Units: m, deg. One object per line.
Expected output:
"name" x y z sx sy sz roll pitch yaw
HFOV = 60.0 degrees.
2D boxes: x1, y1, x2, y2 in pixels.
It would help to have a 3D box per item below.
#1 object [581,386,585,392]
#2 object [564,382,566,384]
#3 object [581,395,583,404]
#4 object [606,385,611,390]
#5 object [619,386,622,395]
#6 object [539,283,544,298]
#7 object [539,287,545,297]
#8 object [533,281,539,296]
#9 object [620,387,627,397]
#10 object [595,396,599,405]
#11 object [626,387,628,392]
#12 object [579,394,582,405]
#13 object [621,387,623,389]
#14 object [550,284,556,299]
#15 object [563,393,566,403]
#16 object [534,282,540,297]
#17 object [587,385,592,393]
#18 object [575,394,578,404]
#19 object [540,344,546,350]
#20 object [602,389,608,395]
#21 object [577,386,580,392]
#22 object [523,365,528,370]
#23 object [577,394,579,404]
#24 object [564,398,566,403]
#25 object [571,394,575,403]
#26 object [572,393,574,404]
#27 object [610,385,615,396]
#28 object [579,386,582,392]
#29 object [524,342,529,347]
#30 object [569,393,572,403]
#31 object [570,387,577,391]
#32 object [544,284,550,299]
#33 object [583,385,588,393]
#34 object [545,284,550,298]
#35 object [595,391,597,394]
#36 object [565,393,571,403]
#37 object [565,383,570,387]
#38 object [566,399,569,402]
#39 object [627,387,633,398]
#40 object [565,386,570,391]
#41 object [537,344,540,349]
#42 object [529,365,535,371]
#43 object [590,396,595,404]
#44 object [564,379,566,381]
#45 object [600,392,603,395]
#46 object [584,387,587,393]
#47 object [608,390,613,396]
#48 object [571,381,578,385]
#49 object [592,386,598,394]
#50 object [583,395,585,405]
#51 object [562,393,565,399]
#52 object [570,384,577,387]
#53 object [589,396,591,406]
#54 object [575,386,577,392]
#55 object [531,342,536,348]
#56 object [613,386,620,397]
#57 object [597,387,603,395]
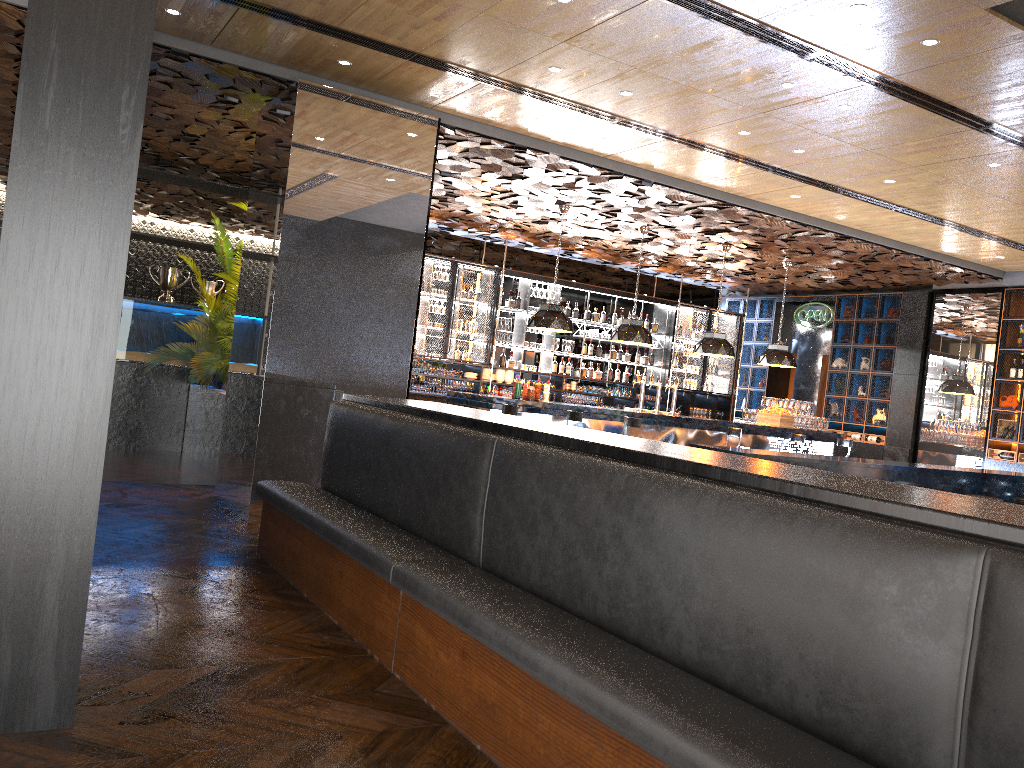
"object" 1.162 0.088 14.464 0.058 0.099 0.067 7 0 15
"object" 0.814 -0.011 14.361 0.107 0.070 0.094 7 0 0
"object" 1.141 0.290 14.564 0.049 0.231 0.049 7 0 -26
"object" 1.628 0.105 14.999 0.101 0.172 0.115 7 0 44
"object" 1.807 0.126 14.961 0.101 0.172 0.115 7 0 -1
"object" 0.488 -1.510 14.305 0.092 0.244 0.092 7 0 20
"object" 0.486 -1.510 14.113 0.092 0.244 0.092 7 0 20
"object" 0.392 -1.521 14.057 0.092 0.244 0.092 7 0 20
"object" 1.876 0.134 14.853 0.101 0.172 0.115 7 0 44
"object" 1.398 0.322 14.667 0.091 0.229 0.091 7 0 -3
"object" 1.932 0.140 15.031 0.101 0.172 0.115 7 0 44
"object" 1.108 0.286 14.469 0.049 0.231 0.049 7 0 -19
"object" 1.861 0.132 15.137 0.115 0.172 0.101 7 0 -21
"object" 0.660 -1.490 14.215 0.092 0.244 0.092 7 0 20
"object" 0.844 0.258 14.480 0.108 0.227 0.108 7 0 24
"object" 0.403 -1.519 14.255 0.092 0.244 0.092 7 0 20
"object" 1.295 0.090 14.725 0.100 0.125 0.100 7 0 17
"object" 1.038 0.277 14.449 0.058 0.234 0.058 7 0 -27
"object" 0.492 -0.595 14.167 0.089 0.092 0.089 7 0 44
"object" 1.545 0.133 14.704 0.098 0.097 0.098 7 0 39
"object" 1.097 0.080 14.616 0.058 0.099 0.067 7 0 -28
"object" 0.211 -0.259 14.071 0.089 0.092 0.089 7 0 31
"object" 1.075 0.283 14.527 0.049 0.231 0.049 7 0 -22
"object" 0.874 0.258 14.622 0.058 0.234 0.058 7 0 -28
"object" 0.994 0.272 14.412 0.058 0.234 0.058 7 0 12
"object" 0.999 0.272 14.536 0.058 0.234 0.058 7 0 3
"object" 1.684 0.111 14.890 0.115 0.172 0.101 7 0 -21
"object" 1.126 0.083 14.522 0.058 0.099 0.067 7 0 29
"object" 0.218 -0.626 14.126 0.089 0.092 0.089 7 0 38
"object" 0.953 0.267 14.487 0.058 0.234 0.058 7 0 -8
"object" 0.996 0.084 14.458 0.106 0.067 0.094 7 0 -42
"object" 0.577 -1.499 14.358 0.092 0.244 0.092 7 0 20
"object" 1.234 0.083 14.826 0.100 0.125 0.100 7 0 -17
"object" 0.571 -1.500 14.163 0.092 0.244 0.092 7 0 20
"object" 1.394 0.101 14.777 0.108 0.126 0.108 7 0 -36
"object" 0.901 0.264 14.376 0.108 0.227 0.108 7 0 30
"object" 0.913 0.029 14.511 0.105 0.069 0.094 7 0 37
"object" 0.916 0.263 14.549 0.058 0.234 0.058 7 0 35
"object" 1.985 0.146 14.927 0.101 0.172 0.115 7 0 -1
"object" 0.901 0.073 14.510 0.094 0.067 0.106 7 0 22
"object" 0.442 -0.600 14.346 0.089 0.092 0.089 7 0 44
"object" 0.320 -0.246 14.120 0.089 0.092 0.089 7 0 23
"object" 1.319 0.312 14.622 0.091 0.229 0.091 7 0 17
"object" 0.810 -0.056 14.356 0.094 0.069 0.106 7 0 -24
"object" 1.495 0.127 14.793 0.098 0.097 0.098 7 0 7
"object" 1.195 0.091 14.529 0.067 0.099 0.058 7 0 5
"object" 1.636 0.144 14.751 0.098 0.097 0.098 7 0 4
"object" 1.005 -0.006 14.449 0.094 0.068 0.106 7 0 -30
"object" 1.356 0.097 14.618 0.100 0.125 0.100 7 0 9
"object" 1.172 0.294 14.507 0.049 0.231 0.049 7 0 -35
"object" 0.802 0.253 14.317 0.108 0.227 0.108 7 0 -39
"object" 0.997 0.038 14.460 0.094 0.069 0.106 7 0 11
"object" 1.293 0.309 14.738 0.091 0.229 0.091 7 0 2
"object" 1.061 0.076 14.674 0.058 0.099 0.067 7 0 20
"object" 0.339 -0.612 14.147 0.089 0.092 0.089 7 0 38
"object" 1.749 0.119 14.789 0.115 0.172 0.101 7 0 -1
"object" 1.450 0.107 14.676 0.108 0.126 0.108 7 0 4
